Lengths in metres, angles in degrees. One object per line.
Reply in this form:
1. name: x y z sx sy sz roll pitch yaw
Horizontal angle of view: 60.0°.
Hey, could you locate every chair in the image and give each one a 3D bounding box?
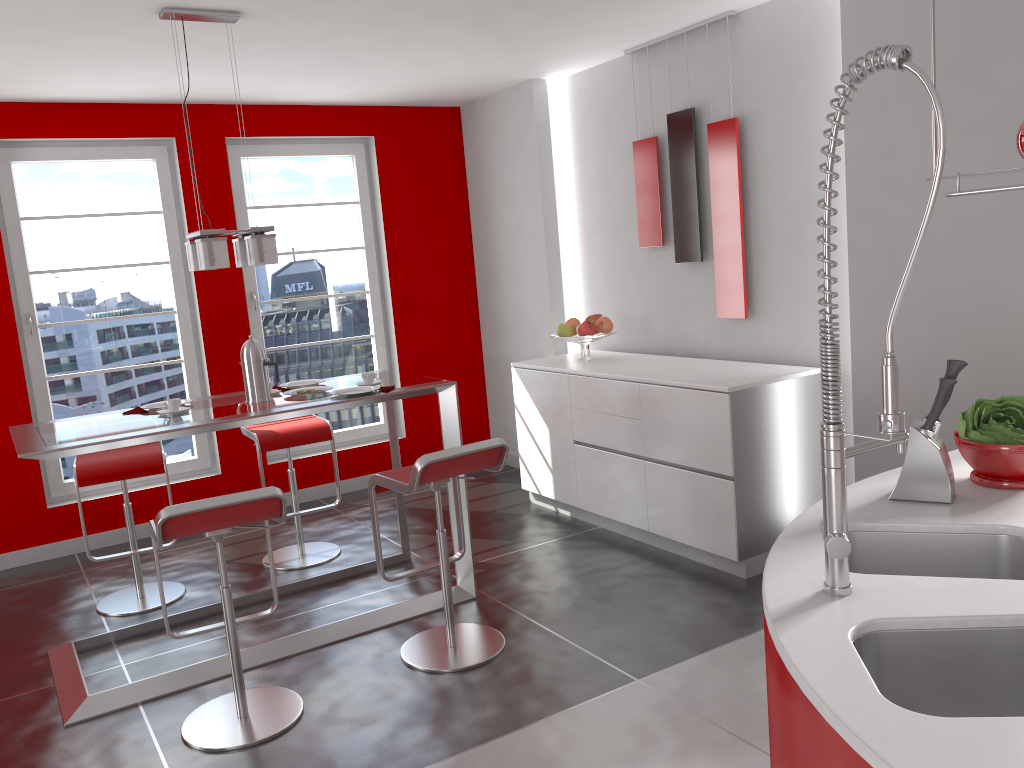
1. chair: -1.884 0.643 4.361 0.418 0.857 0.460 -9 9 -23
2. chair: -0.260 0.634 3.462 0.418 0.857 0.460 -11 10 -35
3. chair: -1.192 0.518 4.797 0.418 0.857 0.460 -9 9 -28
4. chair: -0.973 0.758 3.042 0.418 0.857 0.460 -9 9 -26

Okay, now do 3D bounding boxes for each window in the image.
1. window: -1.334 -0.588 6.031 0.938 2.038 0.117 -10 10 -30
2. window: -2.437 -0.394 5.372 0.938 2.038 0.117 -10 10 -30

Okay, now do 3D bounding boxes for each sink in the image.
1. sink: 0.855 0.432 1.789 0.428 0.172 0.326 -2 9 20
2. sink: 0.743 0.511 1.322 0.428 0.172 0.326 -4 8 8

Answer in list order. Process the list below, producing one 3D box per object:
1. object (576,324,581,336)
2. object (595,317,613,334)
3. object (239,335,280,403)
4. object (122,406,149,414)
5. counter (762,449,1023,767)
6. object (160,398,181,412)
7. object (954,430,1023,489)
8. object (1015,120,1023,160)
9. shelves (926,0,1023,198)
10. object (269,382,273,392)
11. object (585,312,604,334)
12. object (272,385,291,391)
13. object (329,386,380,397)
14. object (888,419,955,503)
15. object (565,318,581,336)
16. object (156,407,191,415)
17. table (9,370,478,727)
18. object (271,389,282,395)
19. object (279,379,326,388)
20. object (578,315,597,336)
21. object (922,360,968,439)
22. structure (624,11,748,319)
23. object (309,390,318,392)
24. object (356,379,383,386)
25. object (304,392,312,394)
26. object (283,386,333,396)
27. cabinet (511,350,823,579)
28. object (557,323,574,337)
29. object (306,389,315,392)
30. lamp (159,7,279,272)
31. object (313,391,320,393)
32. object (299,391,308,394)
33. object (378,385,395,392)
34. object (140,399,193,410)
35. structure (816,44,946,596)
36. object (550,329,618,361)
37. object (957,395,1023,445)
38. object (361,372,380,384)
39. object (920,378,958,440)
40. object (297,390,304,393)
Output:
1. object: 0.420 -0.315 5.212 0.086 0.079 0.084 -5 8 -3
2. object: 0.542 -0.343 5.148 0.097 0.101 0.121 1 11 37
3. object: -1.086 -0.070 3.805 0.149 0.287 0.113 -9 9 -23
4. object: -1.630 0.116 3.812 0.095 0.012 0.234 -10 10 -32
5. counter: 1.404 0.745 1.640 1.868 0.880 2.865 -5 8 3
6. object: -1.416 0.090 3.689 0.078 0.049 0.062 -6 8 -8
7. object: 1.205 0.180 2.161 0.228 0.118 0.229 0 10 30
8. object: 1.313 -0.656 2.097 0.213 0.266 0.213 -5 8 -3
9. shelves: 1.521 -1.023 2.213 0.934 1.023 0.462 -10 10 -30
10. object: -1.113 0.019 3.992 0.078 0.049 0.062 -4 8 9
11. object: 0.484 -0.363 5.261 0.117 0.129 0.150 -3 9 16
12. object: -1.110 0.024 4.130 0.095 0.012 0.234 -10 10 -32
13. object: -0.669 0.034 3.787 0.217 0.015 0.217 -4 8 5
14. object: 0.963 0.178 2.089 0.137 0.178 0.091 0 10 32
15. object: 0.365 -0.342 5.277 0.096 0.105 0.117 -5 8 -2
16. object: -1.407 0.113 3.694 0.119 0.016 0.119 2 11 39
17. table: -1.129 0.577 3.868 1.700 1.000 0.800 -10 10 -30
18. object: -1.104 0.042 3.995 0.119 0.016 0.119 -10 10 -33
19. object: -0.991 0.001 4.198 0.217 0.015 0.217 1 10 34
20. object: 0.424 -0.330 5.089 0.097 0.133 0.117 -12 11 -41
21. object: 0.979 0.103 2.063 0.150 0.322 0.014 0 10 30
22. structure: 0.925 -1.106 4.761 0.040 1.503 0.820 -10 10 -30
23. object: -0.871 0.032 3.891 0.034 0.006 0.036 -13 11 -42
24. object: -0.646 -0.002 4.018 0.119 0.016 0.119 -7 9 -11
25. object: -0.897 0.038 3.903 0.036 0.006 0.034 -7 9 -13
26. object: -0.899 0.035 3.915 0.217 0.015 0.217 -4 8 6
27. cabinet: 0.760 0.333 4.815 0.610 0.880 1.802 -10 10 -30
28. object: 0.310 -0.309 5.144 0.100 0.086 0.083 -2 9 18
29. object: -0.894 0.028 3.927 0.036 0.006 0.034 -4 8 6
30. lamp: -1.219 -0.996 3.664 0.304 1.025 0.304 -10 10 -30
31. object: -0.853 0.035 3.898 0.036 0.006 0.034 -10 10 -30
32. object: -0.913 0.036 3.885 0.036 0.006 0.034 -6 8 -7
33. object: -0.549 0.016 3.852 0.095 0.012 0.234 -10 10 -30
34. object: -1.511 0.094 3.880 0.217 0.015 0.217 -6 8 -7
35. structure: 0.612 -0.081 1.517 0.178 0.920 0.308 -3 9 13
36. object: 0.427 -0.221 5.198 0.398 0.159 0.398 -2 9 18
37. object: 1.192 0.129 2.148 0.198 0.182 0.193 -9 9 -25
38. object: -0.641 -0.026 4.018 0.078 0.049 0.062 -10 10 -31
39. object: 0.959 0.124 2.047 0.130 0.279 0.012 0 10 30
40. object: -0.934 0.033 3.920 0.034 0.006 0.036 -8 9 -19
